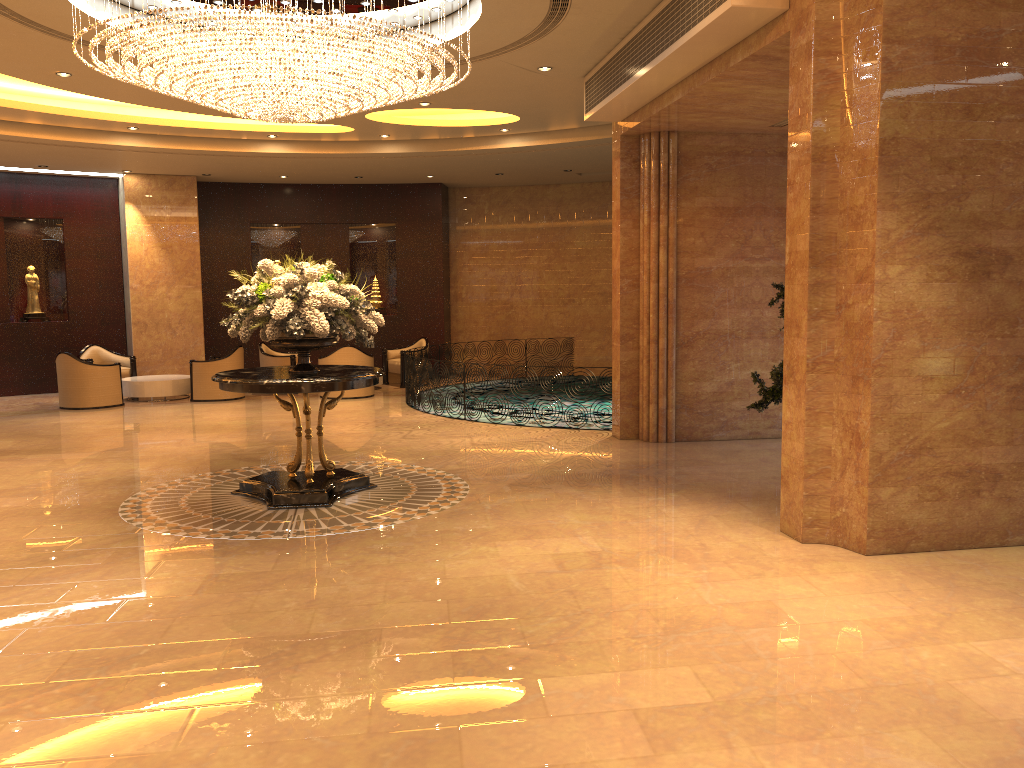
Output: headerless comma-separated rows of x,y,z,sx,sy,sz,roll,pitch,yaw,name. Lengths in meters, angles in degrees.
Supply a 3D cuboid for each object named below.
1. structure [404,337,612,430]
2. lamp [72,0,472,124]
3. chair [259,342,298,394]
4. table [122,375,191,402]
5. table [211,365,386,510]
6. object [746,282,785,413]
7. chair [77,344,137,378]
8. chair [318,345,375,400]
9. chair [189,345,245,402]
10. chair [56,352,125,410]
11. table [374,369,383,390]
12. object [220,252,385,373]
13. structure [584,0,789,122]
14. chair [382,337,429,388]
0.126,-0.117,15.227,3.815,0.995,7.624,0,6,9,structure
-1.952,-2.840,7.521,3.206,1.196,3.204,2,7,27,lamp
-4.203,-0.314,16.181,0.769,0.916,0.951,-1,6,1,chair
-6.150,0.069,15.415,1.196,0.354,1.196,1,6,17,table
-1.860,0.430,7.871,1.493,1.089,1.493,-2,6,-16,table
2.716,-0.234,7.629,1.250,2.363,0.843,-4,7,-29,object
-7.294,-0.246,15.865,0.769,0.916,0.951,4,8,40,chair
-2.831,-0.230,15.224,0.951,0.916,0.769,-2,6,-14,chair
-4.990,-0.202,15.192,0.769,0.916,0.951,0,6,6,chair
-6.859,-0.085,14.256,0.951,0.916,0.769,2,7,25,chair
-3.016,-0.086,16.570,1.196,0.354,1.196,1,6,18,table
-1.848,-0.605,7.737,1.277,0.999,1.318,2,6,21,object
1.366,-3.031,8.087,0.425,0.483,4.113,-2,6,-9,structure
-2.003,-0.437,17.136,0.769,0.916,0.951,-5,7,-34,chair
